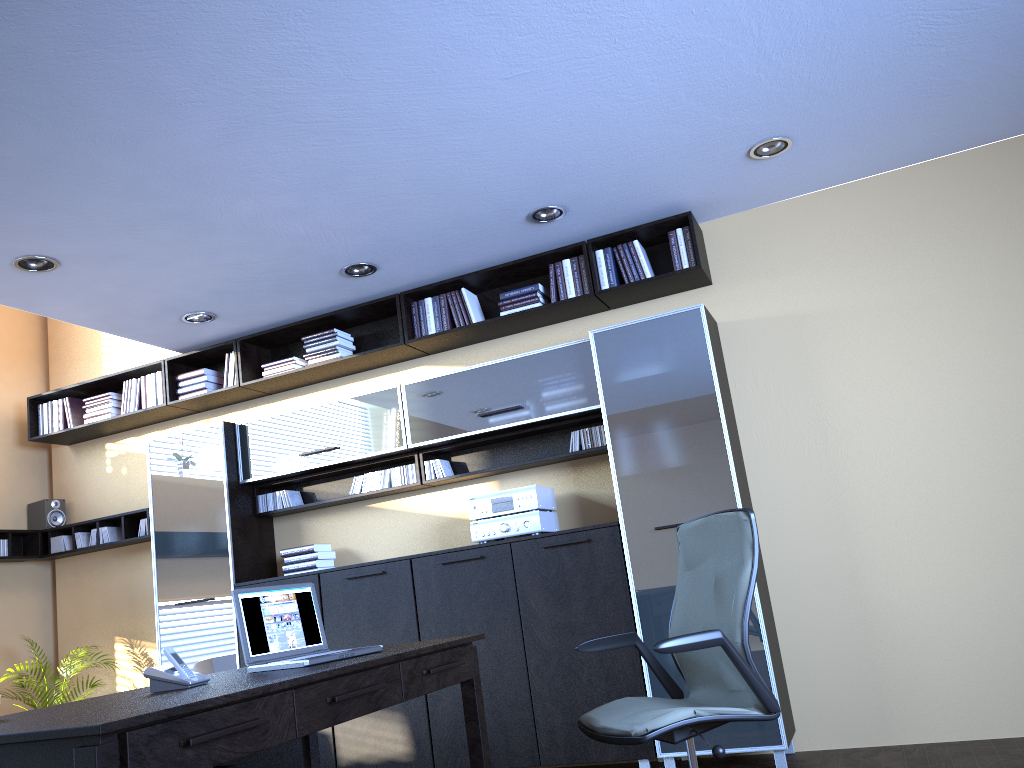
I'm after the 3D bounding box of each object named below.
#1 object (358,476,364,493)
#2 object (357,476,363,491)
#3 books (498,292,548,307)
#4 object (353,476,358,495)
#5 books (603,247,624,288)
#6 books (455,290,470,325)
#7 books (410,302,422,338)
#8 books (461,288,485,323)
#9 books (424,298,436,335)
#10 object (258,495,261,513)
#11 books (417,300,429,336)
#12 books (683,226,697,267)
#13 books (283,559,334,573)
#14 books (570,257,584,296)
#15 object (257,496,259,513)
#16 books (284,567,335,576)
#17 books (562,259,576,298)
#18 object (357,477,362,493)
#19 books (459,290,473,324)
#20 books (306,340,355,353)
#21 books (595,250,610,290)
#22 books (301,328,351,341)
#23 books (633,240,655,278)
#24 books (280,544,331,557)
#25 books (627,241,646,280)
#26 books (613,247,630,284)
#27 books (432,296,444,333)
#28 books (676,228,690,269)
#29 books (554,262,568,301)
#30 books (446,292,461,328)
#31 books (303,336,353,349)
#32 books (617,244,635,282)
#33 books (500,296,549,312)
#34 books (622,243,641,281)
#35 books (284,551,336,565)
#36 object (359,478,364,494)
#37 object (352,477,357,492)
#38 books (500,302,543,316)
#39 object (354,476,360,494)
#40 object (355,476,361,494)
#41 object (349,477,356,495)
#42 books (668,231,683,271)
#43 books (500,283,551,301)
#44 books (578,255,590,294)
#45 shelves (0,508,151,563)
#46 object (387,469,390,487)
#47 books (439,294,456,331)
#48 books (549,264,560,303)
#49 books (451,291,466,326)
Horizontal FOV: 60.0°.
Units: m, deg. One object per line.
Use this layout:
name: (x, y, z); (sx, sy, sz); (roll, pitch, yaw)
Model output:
object: (-0.952, 0.661, 5.797); (0.055, 0.109, 0.140); (-13, -13, 20)
object: (-0.960, 0.664, 5.804); (0.059, 0.112, 0.143); (-12, -13, 20)
books: (0.071, -0.499, 5.475); (0.259, 0.031, 0.208); (-13, -14, 19)
object: (-0.988, 0.670, 5.813); (0.059, 0.112, 0.143); (-12, -13, 20)
books: (0.610, -0.656, 5.265); (0.050, 0.257, 0.208); (-12, -13, 20)
books: (-0.270, -0.451, 5.604); (0.072, 0.256, 0.208); (-13, -13, 20)
books: (-0.576, -0.381, 5.728); (0.050, 0.257, 0.208); (-12, -13, 20)
books: (-0.233, -0.464, 5.580); (0.072, 0.256, 0.208); (-12, -13, 19)
books: (-0.483, -0.403, 5.687); (0.050, 0.257, 0.208); (-12, -13, 20)
object: (-1.686, 0.826, 6.072); (0.009, 0.119, 0.143); (-12, -13, 20)
books: (-0.529, -0.391, 5.710); (0.050, 0.257, 0.208); (-12, -13, 20)
books: (1.046, -0.755, 5.106); (0.050, 0.257, 0.208); (-12, -13, 20)
books: (-1.331, 1.191, 5.799); (0.259, 0.050, 0.208); (-13, -14, 20)
books: (0.422, -0.612, 5.340); (0.050, 0.257, 0.208); (-12, -13, 20)
object: (-1.695, 0.828, 6.078); (0.009, 0.119, 0.143); (-12, -13, 20)
books: (-1.316, 1.237, 5.780); (0.259, 0.050, 0.208); (-13, -14, 21)
books: (0.374, -0.601, 5.357); (0.050, 0.257, 0.208); (-12, -13, 20)
object: (-0.960, 0.664, 5.803); (0.055, 0.109, 0.140); (-12, -13, 20)
books: (-0.245, -0.454, 5.612); (0.072, 0.256, 0.208); (-12, -13, 20)
books: (-1.220, -0.234, 5.973); (0.259, 0.028, 0.208); (-13, -14, 20)
books: (0.563, -0.645, 5.283); (0.050, 0.257, 0.208); (-12, -13, 19)
books: (-1.254, -0.313, 5.987); (0.259, 0.028, 0.208); (-13, -14, 20)
books: (0.786, -0.696, 5.199); (0.075, 0.258, 0.208); (-12, -13, 19)
books: (-1.353, 1.094, 5.821); (0.259, 0.050, 0.208); (-13, -14, 19)
books: (0.757, -0.690, 5.211); (0.075, 0.258, 0.208); (-12, -13, 20)
books: (0.678, -0.666, 5.263); (0.075, 0.258, 0.208); (-13, -13, 20)
books: (-0.433, -0.413, 5.675); (0.050, 0.257, 0.208); (-12, -13, 20)
books: (1.005, -0.745, 5.122); (0.036, 0.257, 0.208); (-12, -13, 20)
books: (0.329, -0.589, 5.383); (0.050, 0.257, 0.208); (-12, -13, 20)
books: (-0.328, -0.438, 5.631); (0.075, 0.258, 0.208); (-13, -13, 20)
books: (-1.238, -0.261, 5.972); (0.259, 0.028, 0.208); (-13, -14, 19)
books: (0.699, -0.676, 5.232); (0.075, 0.258, 0.208); (-12, -13, 20)
books: (0.087, -0.471, 5.465); (0.259, 0.031, 0.208); (-13, -14, 20)
books: (0.730, -0.682, 5.225); (0.075, 0.258, 0.208); (-13, -13, 21)
books: (-1.323, 1.141, 5.813); (0.259, 0.050, 0.208); (-13, -14, 20)
object: (-0.950, 0.662, 5.804); (0.059, 0.112, 0.143); (-12, -13, 20)
object: (-0.996, 0.673, 5.821); (0.059, 0.112, 0.143); (-13, -13, 20)
books: (0.086, -0.427, 5.467); (0.259, 0.050, 0.208); (-13, -14, 19)
object: (-0.979, 0.668, 5.809); (0.059, 0.112, 0.143); (-12, -13, 20)
object: (-0.971, 0.665, 5.802); (0.055, 0.109, 0.140); (-12, -13, 20)
object: (-1.009, 0.673, 5.815); (0.059, 0.112, 0.143); (-12, -13, 20)
books: (0.968, -0.734, 5.147); (0.050, 0.257, 0.208); (-12, -13, 19)
books: (0.082, -0.544, 5.469); (0.259, 0.050, 0.208); (-13, -14, 20)
books: (0.469, -0.623, 5.321); (0.050, 0.257, 0.208); (-12, -13, 20)
shelves: (-4.329, 0.618, 3.701); (1.251, 0.212, 6.646); (-13, -14, 20)
object: (-0.766, 0.615, 5.726); (0.036, 0.115, 0.140); (-12, -13, 20)
books: (-0.386, -0.424, 5.655); (0.050, 0.257, 0.208); (-12, -13, 20)
books: (0.279, -0.578, 5.399); (0.055, 0.259, 0.208); (-12, -13, 20)
books: (-0.299, -0.445, 5.619); (0.075, 0.258, 0.208); (-12, -13, 20)
